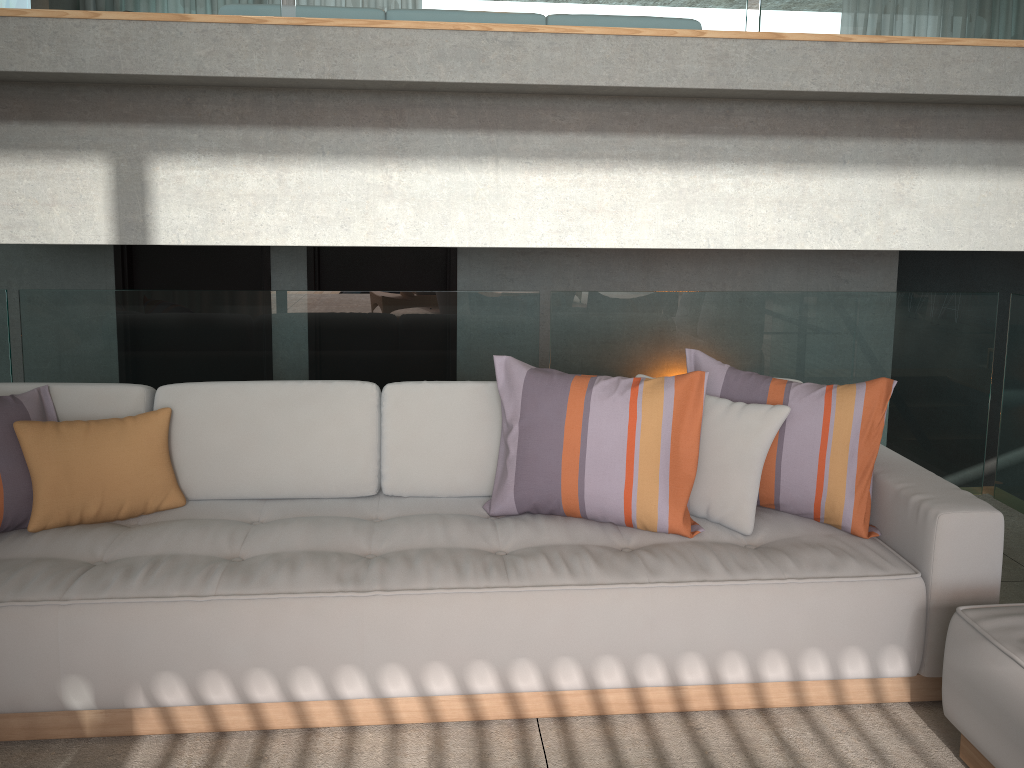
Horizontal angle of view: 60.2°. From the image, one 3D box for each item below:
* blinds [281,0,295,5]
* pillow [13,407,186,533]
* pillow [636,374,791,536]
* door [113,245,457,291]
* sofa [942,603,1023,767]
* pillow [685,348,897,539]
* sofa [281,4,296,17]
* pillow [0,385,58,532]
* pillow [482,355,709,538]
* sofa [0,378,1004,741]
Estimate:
[{"bbox_3d":[-2.936,-3.725,10.055,3.846,2.700,0.225,0,8,-6],"label":"blinds"},{"bbox_3d":[-1.287,0.260,2.752,0.466,0.321,0.227,-9,13,-42],"label":"pillow"},{"bbox_3d":[0.573,0.210,2.857,0.597,0.401,0.240,9,12,37],"label":"pillow"},{"bbox_3d":[4.353,0.684,0.164,5.793,4.422,15.476,-6,13,-32],"label":"door"},{"bbox_3d":[1.657,0.730,1.477,1.012,0.724,1.618,0,11,-5],"label":"sofa"},{"bbox_3d":[0.870,0.173,2.868,0.700,0.499,0.281,9,12,37],"label":"pillow"},{"bbox_3d":[-0.289,-1.732,5.303,3.246,0.855,0.987,0,10,-5],"label":"sofa"},{"bbox_3d":[-1.620,0.242,2.592,0.342,0.437,0.660,8,13,37],"label":"pillow"},{"bbox_3d":[0.254,0.192,2.796,0.737,0.489,0.314,4,9,18],"label":"pillow"},{"bbox_3d":[-0.423,0.423,2.743,3.458,0.745,1.063,0,11,-5],"label":"sofa"}]
